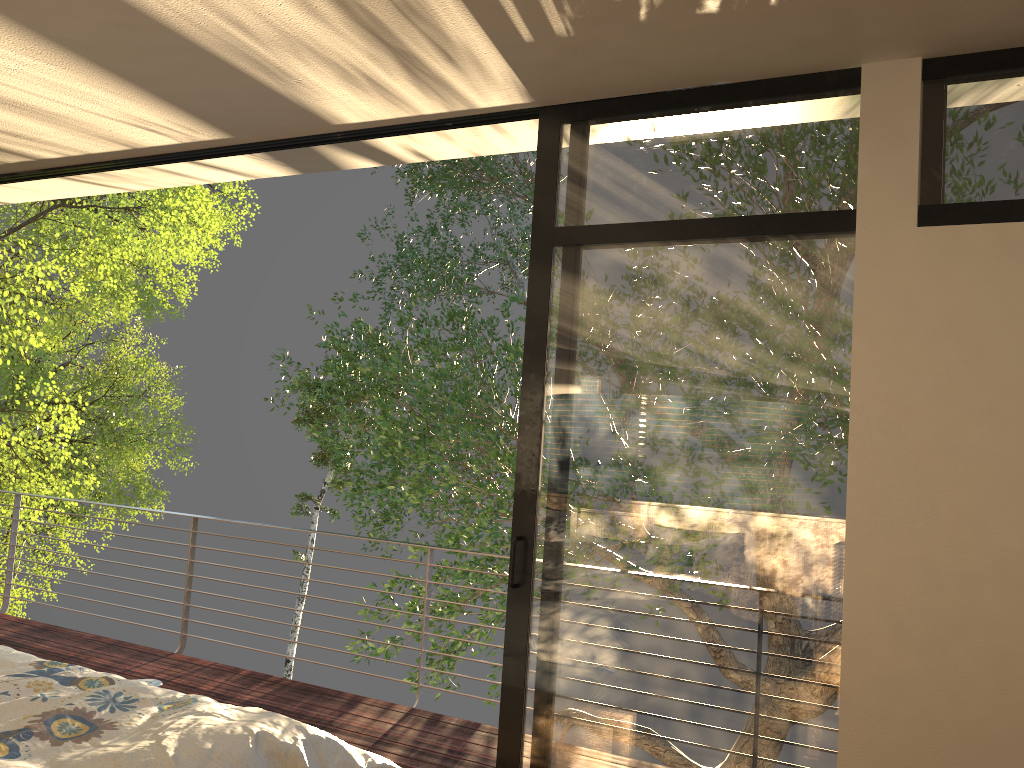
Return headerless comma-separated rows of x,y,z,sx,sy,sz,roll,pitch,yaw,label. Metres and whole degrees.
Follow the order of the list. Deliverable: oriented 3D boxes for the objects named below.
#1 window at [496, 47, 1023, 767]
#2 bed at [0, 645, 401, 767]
-2.392,-0.064,0.446,10.034,2.517,7.021,2,-4,27,window
-1.543,0.975,1.692,1.777,0.713,2.211,2,-4,29,bed
